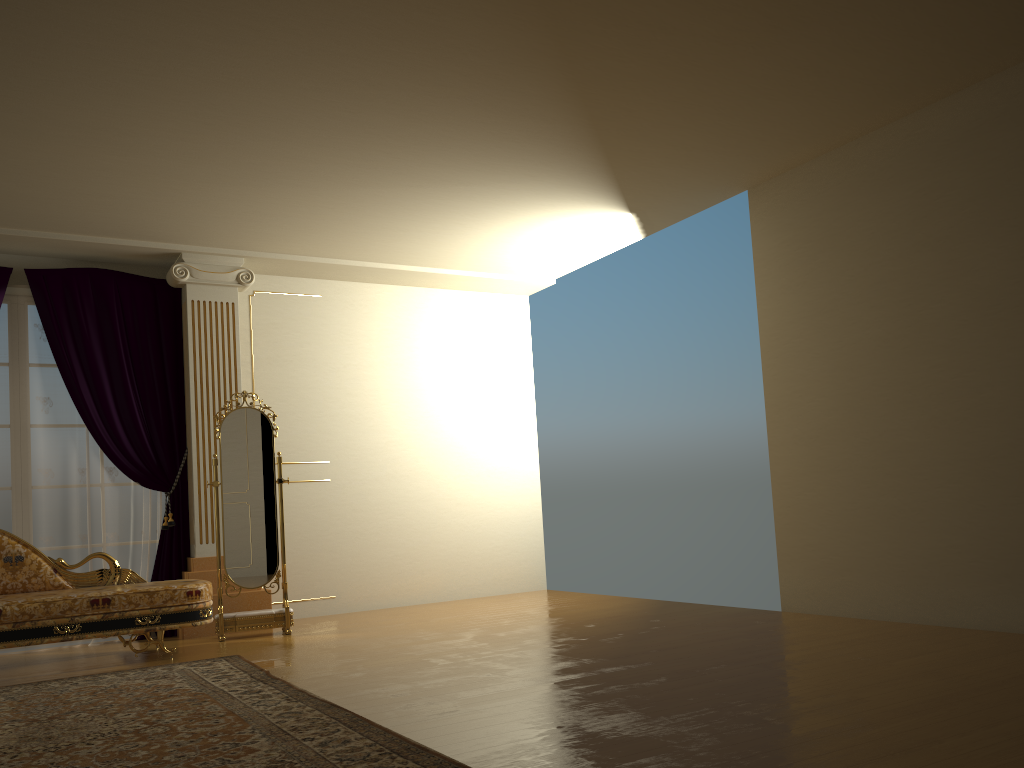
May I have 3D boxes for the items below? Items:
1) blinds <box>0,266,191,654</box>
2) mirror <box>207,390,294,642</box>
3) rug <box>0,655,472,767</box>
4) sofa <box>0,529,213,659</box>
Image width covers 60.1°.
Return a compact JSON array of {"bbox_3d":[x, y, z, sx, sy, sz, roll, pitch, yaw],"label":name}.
[{"bbox_3d":[-3.336,0.493,6.025,2.234,2.638,0.341,0,-5,-30],"label":"blinds"},{"bbox_3d":[-1.809,0.885,6.101,0.541,1.690,0.244,-2,-4,-20],"label":"mirror"},{"bbox_3d":[-1.753,1.338,3.347,2.117,0.017,3.100,1,-9,-30],"label":"rug"},{"bbox_3d":[-2.740,1.226,5.167,1.893,0.866,0.698,1,-7,-30],"label":"sofa"}]
